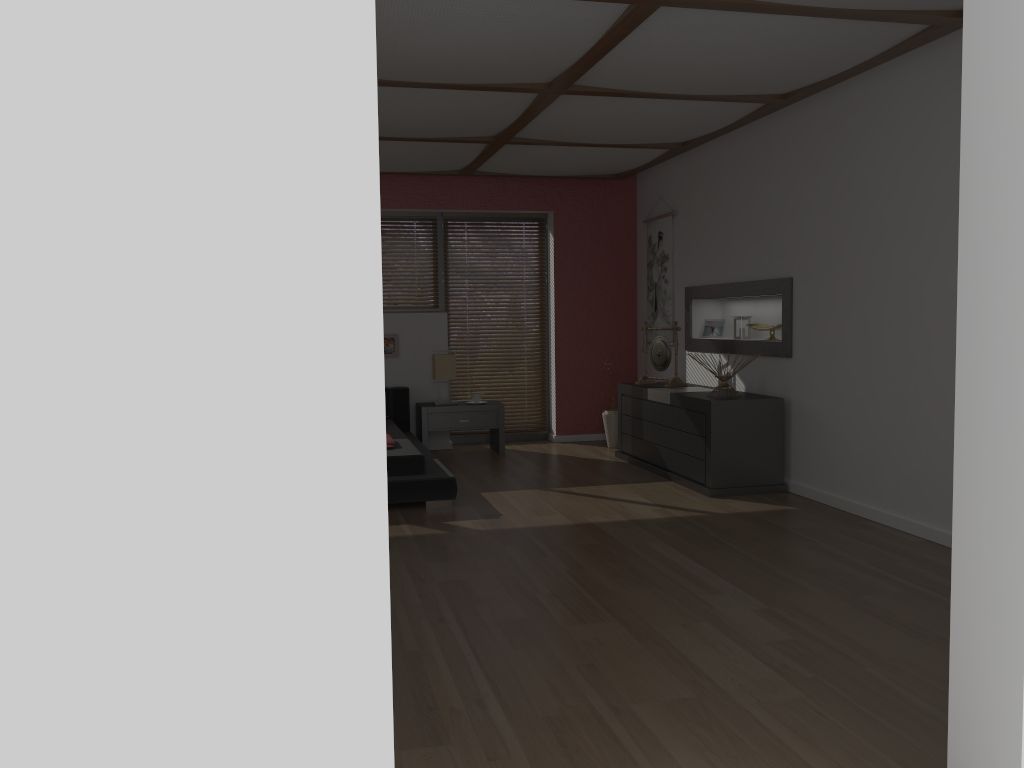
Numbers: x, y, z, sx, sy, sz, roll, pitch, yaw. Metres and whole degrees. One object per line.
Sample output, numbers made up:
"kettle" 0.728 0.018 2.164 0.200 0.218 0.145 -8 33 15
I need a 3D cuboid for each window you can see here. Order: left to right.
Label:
"window" -2.060 -1.047 7.718 2.817 0.786 0.020 -2 4 -13
"window" -0.154 -0.566 8.198 0.889 1.893 0.020 -2 4 -13

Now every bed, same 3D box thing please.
"bed" -1.806 0.419 6.231 2.469 0.577 2.413 -2 4 -13

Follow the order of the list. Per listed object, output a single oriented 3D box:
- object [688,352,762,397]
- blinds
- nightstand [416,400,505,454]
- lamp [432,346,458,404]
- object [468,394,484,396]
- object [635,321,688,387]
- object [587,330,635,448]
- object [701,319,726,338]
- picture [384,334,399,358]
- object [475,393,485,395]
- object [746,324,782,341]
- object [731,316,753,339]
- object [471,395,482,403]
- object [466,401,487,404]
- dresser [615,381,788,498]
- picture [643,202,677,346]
"object" 1.405 -0.063 5.869 0.481 0.282 0.481 3 6 43
"blinds" -2.039 -0.466 7.692 4.840 1.952 0.032 -2 4 -13
"nightstand" -0.444 0.378 7.577 0.700 0.423 0.413 -2 4 -13
"lamp" -0.576 -0.081 7.556 0.200 0.480 0.200 -2 4 -13
"object" -0.300 0.091 7.518 0.192 0.007 0.007 -5 6 -44
"object" 1.153 -0.239 6.877 0.173 0.498 0.490 -3 5 -28
"object" 0.830 0.041 7.730 0.422 1.035 0.364 -4 5 -38
"object" 1.581 -0.435 6.962 0.041 0.146 0.226 -4 5 -33
"picture" -1.078 -0.328 7.633 0.200 0.200 0.010 -2 4 -13
"object" -0.297 0.090 7.541 0.007 0.007 0.192 3 5 41
"object" 1.797 -0.357 6.119 0.181 0.116 0.350 -3 4 -23
"object" 1.706 -0.417 6.576 0.159 0.171 0.159 2 5 36
"object" -0.300 0.128 7.537 0.099 0.069 0.099 0 4 12
"object" -0.299 0.161 7.540 0.179 0.012 0.179 0 4 12
"dresser" 1.298 0.342 6.436 0.540 0.608 1.740 -2 4 -13
"picture" 1.273 -0.972 7.656 0.028 1.270 0.701 -2 4 -13
